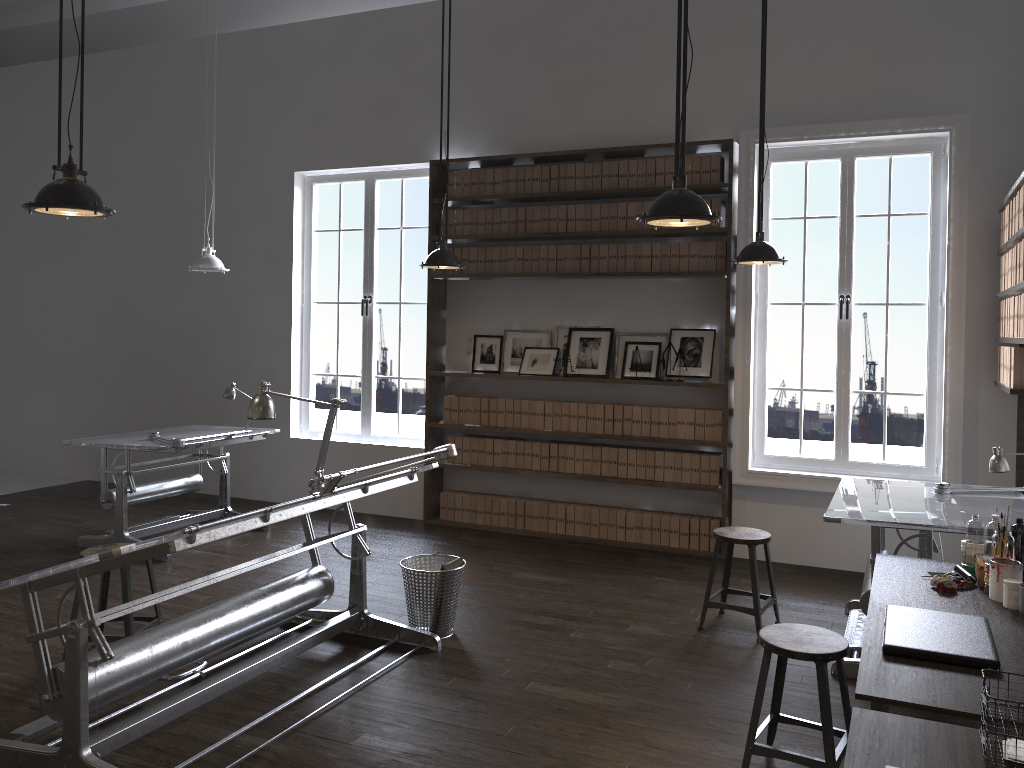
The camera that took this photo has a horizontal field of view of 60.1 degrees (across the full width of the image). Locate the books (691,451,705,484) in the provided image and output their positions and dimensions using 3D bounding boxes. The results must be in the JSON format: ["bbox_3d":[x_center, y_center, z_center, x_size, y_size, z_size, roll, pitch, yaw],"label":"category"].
[{"bbox_3d":[1.378,0.617,6.566,0.067,0.225,0.174,1,2,24],"label":"books"}]

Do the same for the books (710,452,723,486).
[{"bbox_3d":[1.505,0.624,6.504,0.067,0.225,0.174,1,2,24],"label":"books"}]

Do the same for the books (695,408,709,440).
[{"bbox_3d":[1.407,0.297,6.551,0.067,0.225,0.174,1,2,24],"label":"books"}]

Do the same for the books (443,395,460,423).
[{"bbox_3d":[-0.504,0.210,7.407,0.067,0.225,0.174,1,2,24],"label":"books"}]

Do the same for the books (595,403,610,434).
[{"bbox_3d":[0.703,0.265,6.867,0.067,0.225,0.174,1,2,24],"label":"books"}]

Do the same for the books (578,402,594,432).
[{"bbox_3d":[0.578,0.259,6.918,0.067,0.225,0.174,1,2,24],"label":"books"}]

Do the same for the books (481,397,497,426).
[{"bbox_3d":[-0.188,0.224,7.263,0.067,0.225,0.174,1,2,24],"label":"books"}]

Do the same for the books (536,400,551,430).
[{"bbox_3d":[0.256,0.245,7.066,0.067,0.225,0.174,1,2,24],"label":"books"}]

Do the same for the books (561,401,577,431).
[{"bbox_3d":[0.451,0.253,6.983,0.067,0.225,0.174,1,2,24],"label":"books"}]

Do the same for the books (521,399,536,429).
[{"bbox_3d":[0.136,0.239,7.117,0.067,0.225,0.174,1,2,24],"label":"books"}]

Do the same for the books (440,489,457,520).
[{"bbox_3d":[-0.534,1.013,7.426,0.067,0.225,0.174,1,2,24],"label":"books"}]

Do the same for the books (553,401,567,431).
[{"bbox_3d":[0.387,0.250,7.010,0.067,0.225,0.174,1,2,24],"label":"books"}]

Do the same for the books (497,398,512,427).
[{"bbox_3d":[-0.054,0.230,7.204,0.067,0.225,0.174,1,2,24],"label":"books"}]

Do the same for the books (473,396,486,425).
[{"bbox_3d":[-0.253,0.221,7.298,0.067,0.225,0.174,1,2,24],"label":"books"}]

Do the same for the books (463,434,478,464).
[{"bbox_3d":[-0.339,0.540,7.334,0.067,0.225,0.174,1,2,24],"label":"books"}]

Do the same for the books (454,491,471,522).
[{"bbox_3d":[-0.408,1.019,7.363,0.067,0.225,0.174,1,2,24],"label":"books"}]

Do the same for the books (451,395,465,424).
[{"bbox_3d":[-0.439,0.213,7.375,0.067,0.225,0.174,1,2,24],"label":"books"}]

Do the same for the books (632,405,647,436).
[{"bbox_3d":[0.972,0.277,6.743,0.067,0.225,0.174,1,2,24],"label":"books"}]

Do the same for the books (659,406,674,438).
[{"bbox_3d":[1.162,0.286,6.656,0.067,0.225,0.174,1,2,24],"label":"books"}]

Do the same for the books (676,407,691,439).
[{"bbox_3d":[1.282,0.291,6.606,0.067,0.225,0.174,1,2,24],"label":"books"}]

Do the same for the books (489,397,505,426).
[{"bbox_3d":[-0.117,0.227,7.237,0.067,0.225,0.174,1,2,24],"label":"books"}]

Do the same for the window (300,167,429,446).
[{"bbox_3d":[-1.265,-0.669,7.849,1.483,2.496,0.153,2,1,24],"label":"window"}]

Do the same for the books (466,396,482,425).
[{"bbox_3d":[-0.314,0.218,7.323,0.067,0.225,0.174,1,2,24],"label":"books"}]

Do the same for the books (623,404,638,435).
[{"bbox_3d":[0.909,0.274,6.777,0.067,0.225,0.174,1,2,24],"label":"books"}]

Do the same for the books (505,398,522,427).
[{"bbox_3d":[0.012,0.233,7.179,0.067,0.225,0.174,1,2,24],"label":"books"}]

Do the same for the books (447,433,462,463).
[{"bbox_3d":[-0.473,0.534,7.390,0.067,0.225,0.174,1,2,24],"label":"books"}]

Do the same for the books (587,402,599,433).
[{"bbox_3d":[0.644,0.262,6.888,0.067,0.225,0.174,1,2,24],"label":"books"}]

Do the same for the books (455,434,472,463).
[{"bbox_3d":[-0.407,0.537,7.360,0.067,0.225,0.174,1,2,24],"label":"books"}]

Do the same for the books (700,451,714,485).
[{"bbox_3d":[1.442,0.620,6.537,0.067,0.225,0.174,1,2,24],"label":"books"}]

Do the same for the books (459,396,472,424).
[{"bbox_3d":[-0.373,0.216,7.345,0.067,0.225,0.174,1,2,24],"label":"books"}]

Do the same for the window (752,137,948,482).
[{"bbox_3d":[2.301,-0.507,6.116,1.245,2.308,0.153,2,1,24],"label":"window"}]

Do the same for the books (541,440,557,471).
[{"bbox_3d":[0.293,0.568,7.053,0.067,0.225,0.174,1,2,24],"label":"books"}]

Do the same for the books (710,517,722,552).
[{"bbox_3d":[1.507,1.105,6.506,0.067,0.225,0.174,1,2,24],"label":"books"}]

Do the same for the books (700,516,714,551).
[{"bbox_3d":[1.439,1.102,6.539,0.067,0.225,0.174,1,2,24],"label":"books"}]

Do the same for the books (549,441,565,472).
[{"bbox_3d":[0.359,0.572,7.018,0.067,0.225,0.174,1,2,24],"label":"books"}]

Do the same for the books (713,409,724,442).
[{"bbox_3d":[1.528,0.302,6.492,0.067,0.225,0.174,1,2,24],"label":"books"}]

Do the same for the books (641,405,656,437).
[{"bbox_3d":[1.038,0.280,6.718,0.067,0.225,0.174,1,2,24],"label":"books"}]

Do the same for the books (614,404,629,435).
[{"bbox_3d":[0.839,0.271,6.802,0.067,0.225,0.174,1,2,24],"label":"books"}]

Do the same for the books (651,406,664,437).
[{"bbox_3d":[1.103,0.283,6.689,0.067,0.225,0.174,1,2,24],"label":"books"}]

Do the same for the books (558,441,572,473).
[{"bbox_3d":[0.429,0.574,6.992,0.067,0.225,0.174,1,2,24],"label":"books"}]

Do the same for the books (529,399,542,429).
[{"bbox_3d":[0.199,0.242,7.094,0.067,0.225,0.174,1,2,24],"label":"books"}]

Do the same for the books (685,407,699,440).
[{"bbox_3d":[1.342,0.294,6.577,0.067,0.225,0.174,1,2,24],"label":"books"}]

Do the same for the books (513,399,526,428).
[{"bbox_3d":[0.077,0.236,7.150,0.067,0.225,0.174,1,2,24],"label":"books"}]

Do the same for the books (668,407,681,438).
[{"bbox_3d":[1.225,0.288,6.633,0.067,0.225,0.174,1,2,24],"label":"books"}]

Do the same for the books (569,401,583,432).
[{"bbox_3d":[0.513,0.256,6.951,0.067,0.225,0.174,1,2,24],"label":"books"}]

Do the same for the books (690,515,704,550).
[{"bbox_3d":[1.369,1.099,6.565,0.067,0.225,0.174,1,2,24],"label":"books"}]

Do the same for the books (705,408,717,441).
[{"bbox_3d":[1.472,0.299,6.525,0.067,0.225,0.174,1,2,24],"label":"books"}]

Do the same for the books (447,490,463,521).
[{"bbox_3d":[-0.471,1.016,7.395,0.067,0.225,0.174,1,2,24],"label":"books"}]

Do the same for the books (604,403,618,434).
[{"bbox_3d":[0.773,0.268,6.838,0.067,0.225,0.174,1,2,24],"label":"books"}]

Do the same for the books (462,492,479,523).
[{"bbox_3d":[-0.341,1.022,7.335,0.067,0.225,0.174,1,2,24],"label":"books"}]

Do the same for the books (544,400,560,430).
[{"bbox_3d":[0.321,0.247,7.035,0.067,0.225,0.174,1,2,24],"label":"books"}]
